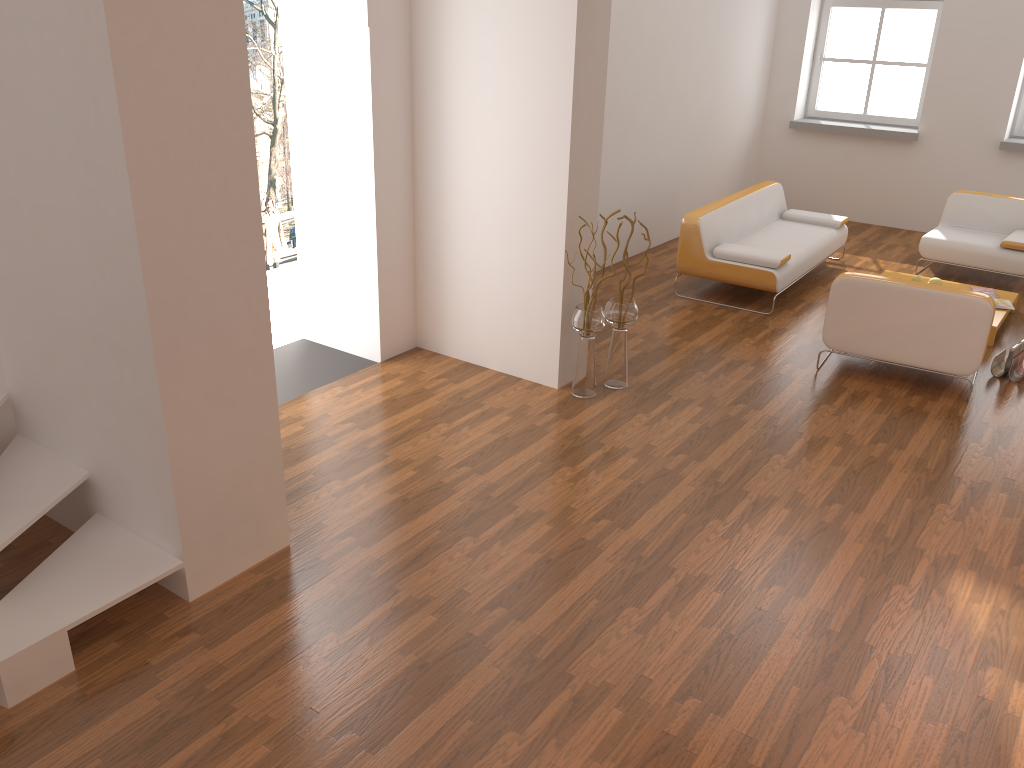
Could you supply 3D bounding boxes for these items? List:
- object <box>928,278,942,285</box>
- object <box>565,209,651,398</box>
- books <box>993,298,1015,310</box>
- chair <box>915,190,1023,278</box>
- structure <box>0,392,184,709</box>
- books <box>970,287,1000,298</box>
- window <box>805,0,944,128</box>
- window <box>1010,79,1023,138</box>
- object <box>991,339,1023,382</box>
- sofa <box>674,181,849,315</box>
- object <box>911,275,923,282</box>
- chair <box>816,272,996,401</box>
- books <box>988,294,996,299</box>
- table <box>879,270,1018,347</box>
[{"bbox_3d":[3.311,-0.788,6.944,0.105,0.091,0.103,14,26,26],"label":"object"},{"bbox_3d":[0.478,-0.453,5.083,0.655,1.112,0.284,-13,28,-31],"label":"object"},{"bbox_3d":[3.640,-0.599,6.619,0.171,0.004,0.249,9,24,16],"label":"books"},{"bbox_3d":[4.171,-1.269,7.772,0.923,0.661,0.825,19,29,34],"label":"chair"},{"bbox_3d":[-1.222,0.284,0.867,4.630,3.042,3.450,17,28,32],"label":"structure"},{"bbox_3d":[3.685,-0.717,6.916,0.171,0.004,0.249,8,24,14],"label":"books"},{"bbox_3d":[3.882,-3.653,9.418,1.308,1.737,0.142,17,28,32],"label":"window"},{"bbox_3d":[5.596,-3.125,8.314,1.308,1.737,0.142,17,28,32],"label":"window"},{"bbox_3d":[3.249,-0.164,5.724,0.189,0.217,0.281,23,31,40],"label":"object"},{"bbox_3d":[2.196,-1.230,7.556,0.825,0.661,2.010,16,27,30],"label":"sofa"},{"bbox_3d":[3.204,-0.818,7.012,0.094,0.087,0.080,-10,26,-25],"label":"object"},{"bbox_3d":[2.562,-0.415,5.695,0.923,0.661,0.825,14,27,27],"label":"chair"},{"bbox_3d":[3.572,-0.669,6.798,0.249,0.004,0.171,6,24,9],"label":"books"},{"bbox_3d":[3.253,-0.609,6.832,1.000,0.150,1.000,17,28,32],"label":"table"}]
